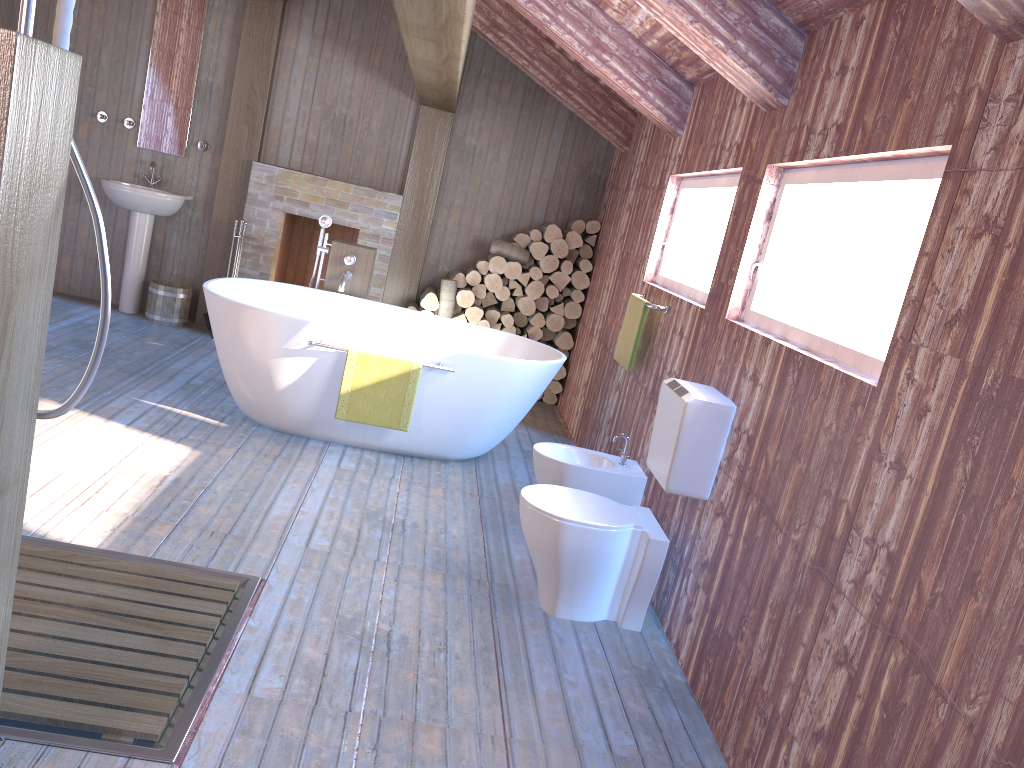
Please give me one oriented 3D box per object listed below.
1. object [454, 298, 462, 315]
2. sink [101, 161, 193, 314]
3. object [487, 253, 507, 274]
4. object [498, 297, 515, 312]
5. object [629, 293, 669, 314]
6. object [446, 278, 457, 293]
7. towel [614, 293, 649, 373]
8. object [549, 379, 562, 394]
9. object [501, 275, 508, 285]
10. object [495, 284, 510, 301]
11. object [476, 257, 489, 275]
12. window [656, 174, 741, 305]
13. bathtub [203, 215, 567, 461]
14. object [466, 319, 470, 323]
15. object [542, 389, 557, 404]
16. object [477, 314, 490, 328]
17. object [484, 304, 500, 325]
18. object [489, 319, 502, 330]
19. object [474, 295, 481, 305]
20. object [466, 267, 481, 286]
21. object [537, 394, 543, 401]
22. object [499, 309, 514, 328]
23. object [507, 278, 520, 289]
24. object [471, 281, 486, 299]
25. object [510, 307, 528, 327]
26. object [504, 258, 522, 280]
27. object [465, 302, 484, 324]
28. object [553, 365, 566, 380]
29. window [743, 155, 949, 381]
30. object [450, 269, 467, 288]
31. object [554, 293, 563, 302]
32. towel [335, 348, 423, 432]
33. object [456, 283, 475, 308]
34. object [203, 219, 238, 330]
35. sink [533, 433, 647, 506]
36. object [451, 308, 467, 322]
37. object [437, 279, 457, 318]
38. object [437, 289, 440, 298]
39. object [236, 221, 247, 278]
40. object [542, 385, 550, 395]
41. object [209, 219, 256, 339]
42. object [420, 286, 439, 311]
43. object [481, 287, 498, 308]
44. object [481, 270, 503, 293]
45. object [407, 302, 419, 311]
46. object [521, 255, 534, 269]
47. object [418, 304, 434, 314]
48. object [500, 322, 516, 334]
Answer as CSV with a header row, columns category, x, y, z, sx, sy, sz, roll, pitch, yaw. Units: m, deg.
category,x,y,z,sx,sy,sz,roll,pitch,yaw
object,-0.448,-0.618,6.872,0.121,0.124,0.291,12,11,-6
sink,-2.769,-1.076,6.548,0.582,1.143,0.475,12,11,-7
object,-0.116,-0.924,6.740,0.135,0.145,0.439,12,11,-6
object,-0.035,-0.631,6.906,0.104,0.127,0.321,12,11,-6
object,0.681,-0.418,4.493,0.091,0.043,0.581,12,11,-6
object,-0.477,-0.751,6.859,0.108,0.113,0.302,12,11,-6
towel,0.609,-0.267,4.525,0.032,0.361,0.370,12,11,-6
object,0.323,-0.022,6.963,0.102,0.109,0.438,12,11,-6
object,-0.060,-0.792,6.752,0.057,0.061,0.156,12,11,-7
object,-0.077,-0.712,6.780,0.115,0.123,0.291,12,11,-6
object,-0.221,-0.899,6.742,0.106,0.112,0.282,12,11,-6
window,0.910,-0.699,4.222,0.054,0.587,1.255,12,11,-6
bathtub,-0.711,-0.254,4.896,1.935,1.109,1.460,16,11,15
object,-0.328,-0.436,6.821,0.088,0.092,0.280,12,11,-6
object,0.282,0.072,7.036,0.114,0.113,0.301,11,11,-9
object,-0.231,-0.476,6.819,0.098,0.100,0.437,11,11,-8
object,-0.156,-0.538,6.819,0.114,0.120,0.303,12,11,-6
object,-0.141,-0.457,6.837,0.086,0.089,0.279,11,11,-9
object,-0.269,-0.647,6.794,0.064,0.068,0.174,12,11,-7
object,-0.292,-0.820,6.738,0.115,0.123,0.291,12,11,-6
object,0.164,0.051,7.009,0.116,0.117,0.289,11,11,-9
object,-0.054,-0.519,6.826,0.098,0.100,0.437,11,11,-8
object,0.010,-0.771,6.777,0.088,0.092,0.280,12,11,-6
object,-0.257,-0.726,6.778,0.111,0.113,0.301,12,11,-7
object,0.049,-0.526,6.935,0.116,0.118,0.289,11,11,-9
object,-0.007,-0.887,6.756,0.138,0.147,0.440,12,11,-6
object,-0.297,-0.561,6.816,0.139,0.148,0.458,12,11,-6
object,0.330,-0.147,6.940,0.147,0.152,0.439,12,11,-6
window,0.998,-0.382,2.711,0.054,0.587,1.255,12,11,-6
object,-0.407,-0.808,6.782,0.114,0.113,0.301,11,11,-9
object,0.349,-0.671,6.814,0.067,0.069,0.177,12,11,-6
towel,-0.658,0.031,4.375,0.370,0.361,0.032,11,11,-10
object,-0.358,-0.680,6.771,0.138,0.147,0.440,12,11,-6
object,-2.145,-0.800,6.496,0.136,0.846,0.062,8,12,-25
sink,0.323,0.449,4.085,0.515,0.517,0.335,12,11,-6
object,-0.437,-0.497,6.828,0.155,0.174,0.483,12,11,-8
object,-0.482,-0.631,6.597,0.147,0.298,0.109,12,11,-4
object,-0.536,-0.680,6.867,0.099,0.093,0.280,12,11,-6
object,-2.004,-0.756,6.503,0.206,0.871,0.126,21,13,36
object,0.247,0.018,7.017,0.085,0.086,0.278,11,11,-9
object,-2.082,-0.787,6.556,0.276,0.888,0.333,21,13,35
object,-0.625,-0.655,6.766,0.139,0.137,0.455,11,11,-8
object,-0.177,-0.674,6.884,0.128,0.150,0.323,12,11,-6
object,-0.158,-0.794,6.759,0.141,0.143,0.437,11,11,-8
object,-0.758,-0.565,6.819,0.101,0.103,0.242,12,11,-6
object,0.103,-0.960,6.845,0.121,0.124,0.291,12,11,-6
object,-0.658,-0.529,6.779,0.137,0.133,0.437,11,11,-8
object,-0.038,-0.420,6.854,0.111,0.113,0.301,12,11,-8
